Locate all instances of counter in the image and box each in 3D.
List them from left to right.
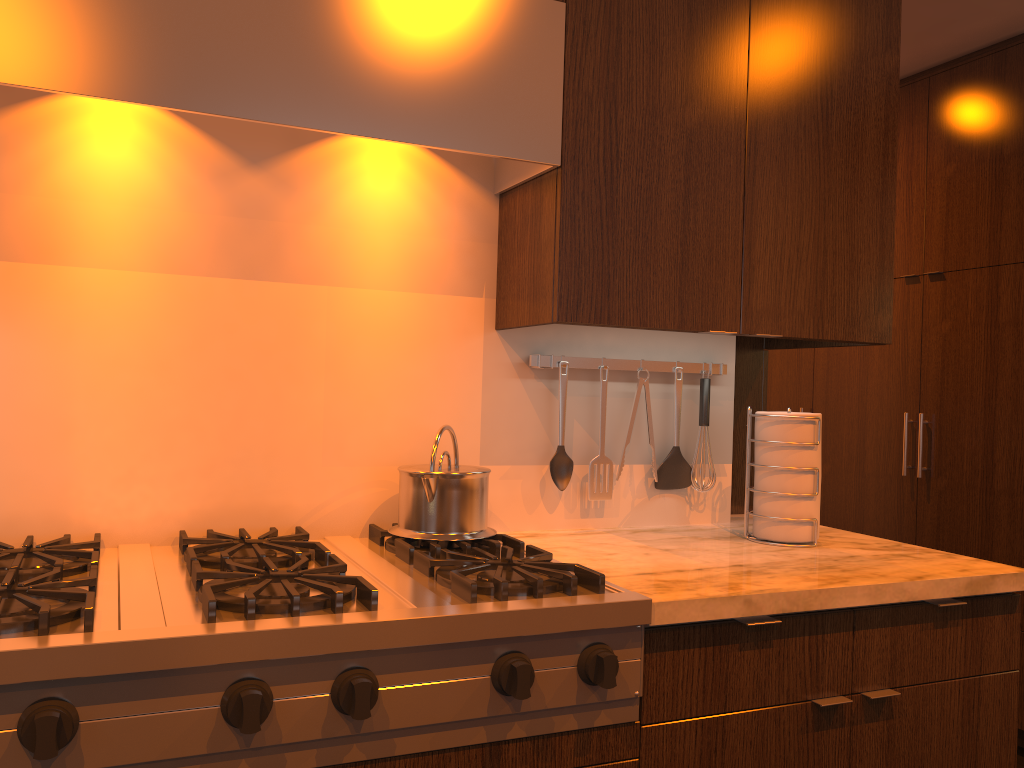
[{"bbox_3d":[-0.585,0.332,0.935,3.616,0.038,3.187,2,0,-24],"label":"counter"}]

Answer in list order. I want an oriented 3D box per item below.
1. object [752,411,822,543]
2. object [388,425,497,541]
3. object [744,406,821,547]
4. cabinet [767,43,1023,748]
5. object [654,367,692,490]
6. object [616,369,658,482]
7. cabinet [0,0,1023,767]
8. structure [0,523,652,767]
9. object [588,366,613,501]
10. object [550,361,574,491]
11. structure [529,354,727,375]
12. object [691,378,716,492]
[{"bbox_3d":[0.624,0.207,2.015,0.144,0.286,0.149,2,0,-42],"label":"object"},{"bbox_3d":[-0.137,0.191,1.797,0.221,0.218,0.221,2,0,-39],"label":"object"},{"bbox_3d":[0.615,0.204,2.018,0.160,0.304,0.168,2,0,20],"label":"object"},{"bbox_3d":[2.216,0.056,2.977,0.690,2.540,3.924,2,0,-24],"label":"cabinet"},{"bbox_3d":[0.395,0.110,2.169,0.112,0.303,0.036,2,0,-24],"label":"object"},{"bbox_3d":[0.301,0.098,2.109,0.114,0.271,0.008,2,0,-24],"label":"object"},{"bbox_3d":[0.795,-0.232,0.257,5.521,2.997,7.728,2,0,-24],"label":"cabinet"},{"bbox_3d":[-0.427,0.307,1.516,1.067,0.422,0.824,2,0,-24],"label":"structure"},{"bbox_3d":[0.210,0.114,2.070,0.066,0.314,0.004,2,0,-24],"label":"object"},{"bbox_3d":[0.115,0.095,2.023,0.061,0.296,0.020,2,0,-25],"label":"object"},{"bbox_3d":[0.290,-0.044,2.110,0.541,0.031,0.048,2,0,-21],"label":"structure"},{"bbox_3d":[0.472,0.127,2.185,0.063,0.281,0.063,2,0,43],"label":"object"}]
